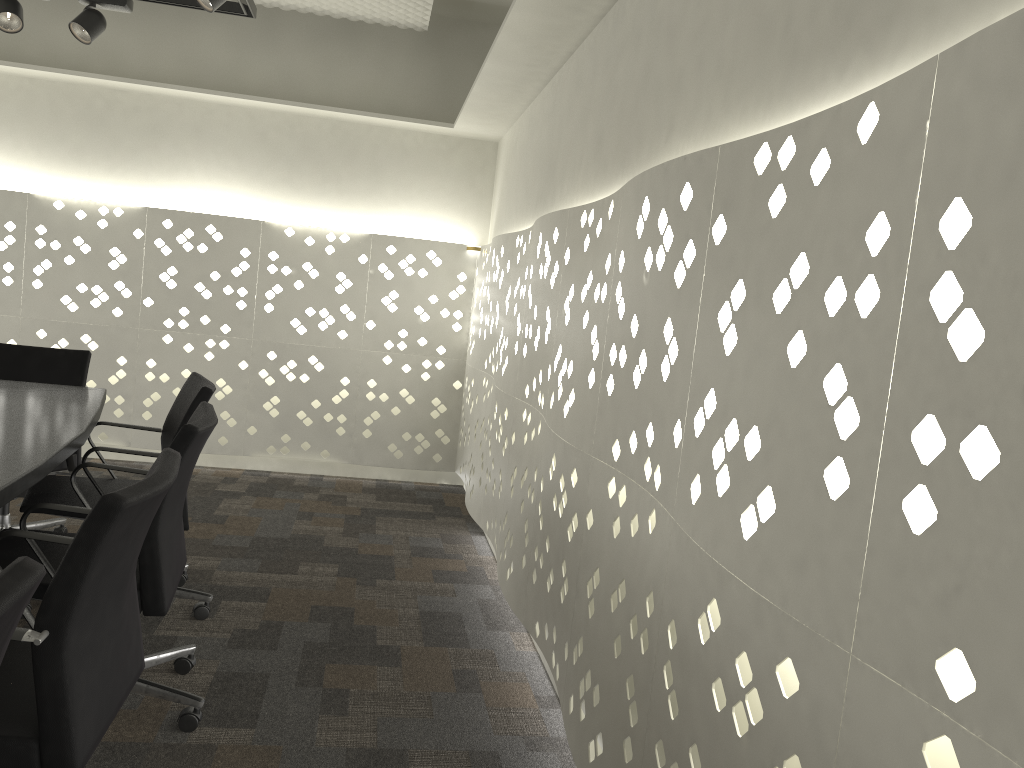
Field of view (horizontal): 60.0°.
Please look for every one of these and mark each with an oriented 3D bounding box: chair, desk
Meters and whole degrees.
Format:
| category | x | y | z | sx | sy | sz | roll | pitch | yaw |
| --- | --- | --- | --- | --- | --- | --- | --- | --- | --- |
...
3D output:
| category | x | y | z | sx | sy | sz | roll | pitch | yaw |
| --- | --- | --- | --- | --- | --- | --- | --- | --- | --- |
| chair | -1.227 | 0.347 | 2.802 | 0.579 | 0.757 | 0.559 | 4 | 5 | -20 |
| desk | -1.562 | 0.484 | 1.434 | 1.223 | 0.658 | 3.364 | 5 | 5 | -9 |
| chair | -1.804 | 0.250 | 3.185 | 0.559 | 0.757 | 0.579 | 6 | 5 | -5 |
| chair | -1.009 | 0.428 | 2.158 | 0.579 | 0.757 | 0.559 | 5 | 5 | -10 |
| chair | -0.870 | 0.502 | 1.506 | 0.579 | 0.757 | 0.559 | 6 | 5 | -5 |
| chair | -0.802 | 0.569 | 0.837 | 0.579 | 0.757 | 0.559 | 7 | 5 | 5 |

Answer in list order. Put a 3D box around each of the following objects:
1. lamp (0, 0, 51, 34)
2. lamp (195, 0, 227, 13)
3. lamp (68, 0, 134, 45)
| category | x | y | z | sx | sy | sz | roll | pitch | yaw |
| --- | --- | --- | --- | --- | --- | --- | --- | --- | --- |
| lamp | -1.782 | -1.372 | 3.183 | 0.213 | 0.224 | 0.126 | 6 | 5 | -6 |
| lamp | -0.894 | -1.227 | 2.637 | 0.126 | 0.224 | 0.213 | 6 | 5 | -6 |
| lamp | -1.504 | -1.347 | 3.238 | 0.214 | 0.224 | 0.118 | 4 | 5 | -21 |
